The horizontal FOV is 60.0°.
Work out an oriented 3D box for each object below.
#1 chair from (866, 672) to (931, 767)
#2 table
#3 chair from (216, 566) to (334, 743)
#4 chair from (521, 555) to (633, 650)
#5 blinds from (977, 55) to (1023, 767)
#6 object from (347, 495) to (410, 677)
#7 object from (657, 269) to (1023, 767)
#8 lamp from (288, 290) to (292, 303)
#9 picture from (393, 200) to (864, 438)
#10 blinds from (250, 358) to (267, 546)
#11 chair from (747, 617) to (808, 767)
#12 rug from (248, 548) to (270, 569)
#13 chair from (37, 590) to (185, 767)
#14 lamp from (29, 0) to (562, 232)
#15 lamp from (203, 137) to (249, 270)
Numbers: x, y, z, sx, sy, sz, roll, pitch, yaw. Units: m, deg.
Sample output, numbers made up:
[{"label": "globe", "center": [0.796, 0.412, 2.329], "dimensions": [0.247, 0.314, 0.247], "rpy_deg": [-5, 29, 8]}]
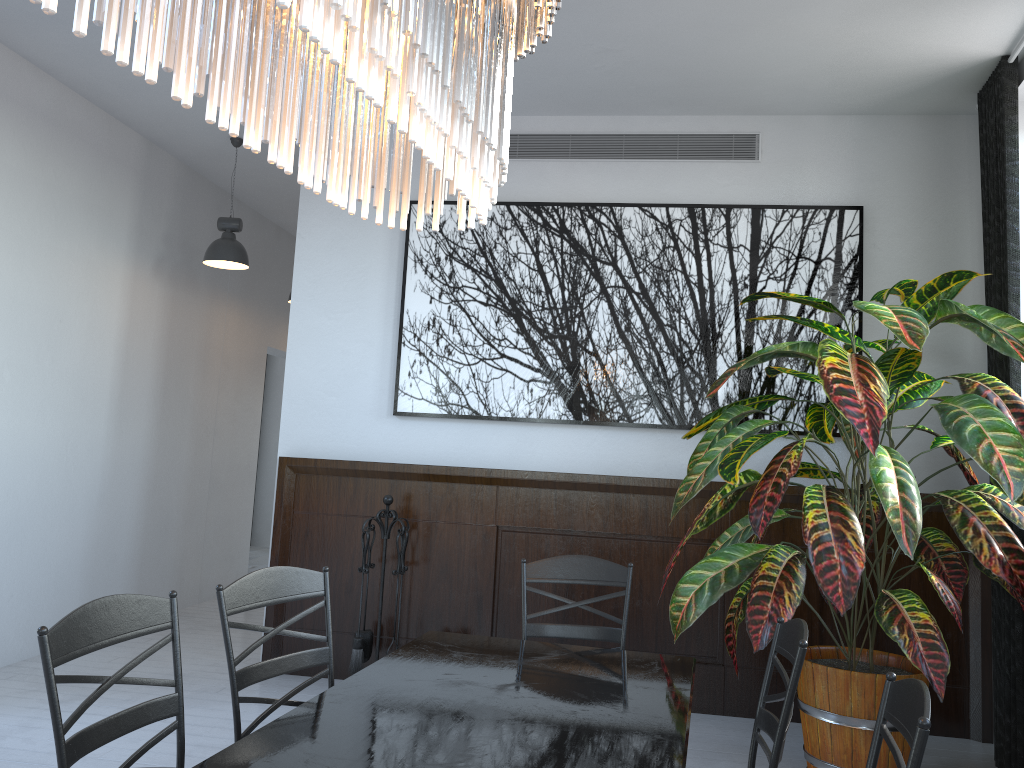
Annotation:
[{"label": "chair", "center": [0.429, 0.979, 1.495], "dimensions": [0.503, 0.969, 0.494], "rpy_deg": [1, -7, 17]}, {"label": "table", "center": [-0.089, 1.108, 1.903], "dimensions": [0.891, 0.700, 1.987], "rpy_deg": [2, -5, 13]}, {"label": "chair", "center": [-0.477, 0.996, 2.320], "dimensions": [0.503, 0.969, 0.494], "rpy_deg": [-1, -8, 32]}, {"label": "chair", "center": [0.183, 1.081, 2.927], "dimensions": [0.496, 0.969, 0.501], "rpy_deg": [1, -7, 15]}, {"label": "blinds", "center": [2.336, 0.116, 4.206], "dimensions": [0.102, 3.329, 0.453], "rpy_deg": [1, -7, 14]}, {"label": "object", "center": [-0.547, 1.137, 4.777], "dimensions": [0.636, 1.056, 0.320], "rpy_deg": [3, -7, 4]}, {"label": "object", "center": [1.409, 0.555, 3.740], "dimensions": [1.739, 2.253, 1.801], "rpy_deg": [-2, -8, 41]}, {"label": "lamp", "center": [-1.667, -1.090, 7.326], "dimensions": [0.296, 0.864, 0.295], "rpy_deg": [2, -7, 11]}, {"label": "picture", "center": [0.630, -0.399, 5.024], "dimensions": [2.591, 1.285, 0.037], "rpy_deg": [2, -7, 8]}, {"label": "blinds", "center": [-4.678, 0.312, 11.383], "dimensions": [3.212, 3.293, 0.188], "rpy_deg": [2, -7, 8]}, {"label": "chair", "center": [0.409, 1.021, 2.037], "dimensions": [0.503, 0.969, 0.494], "rpy_deg": [2, -6, 10]}, {"label": "rug", "center": [-6.512, 1.737, 9.843], "dimensions": [7.770, 0.032, 2.942], "rpy_deg": [2, -5, 8]}, {"label": "chair", "center": [-0.650, 0.944, 1.799], "dimensions": [0.503, 0.969, 0.494], "rpy_deg": [1, -7, 16]}, {"label": "lamp", "center": [-0.200, -1.121, 1.186], "dimensions": [0.441, 1.633, 1.267], "rpy_deg": [1, -6, 14]}, {"label": "lamp", "center": [-1.868, -1.215, 5.912], "dimensions": [0.296, 0.864, 0.295], "rpy_deg": [6, -7, -26]}]
